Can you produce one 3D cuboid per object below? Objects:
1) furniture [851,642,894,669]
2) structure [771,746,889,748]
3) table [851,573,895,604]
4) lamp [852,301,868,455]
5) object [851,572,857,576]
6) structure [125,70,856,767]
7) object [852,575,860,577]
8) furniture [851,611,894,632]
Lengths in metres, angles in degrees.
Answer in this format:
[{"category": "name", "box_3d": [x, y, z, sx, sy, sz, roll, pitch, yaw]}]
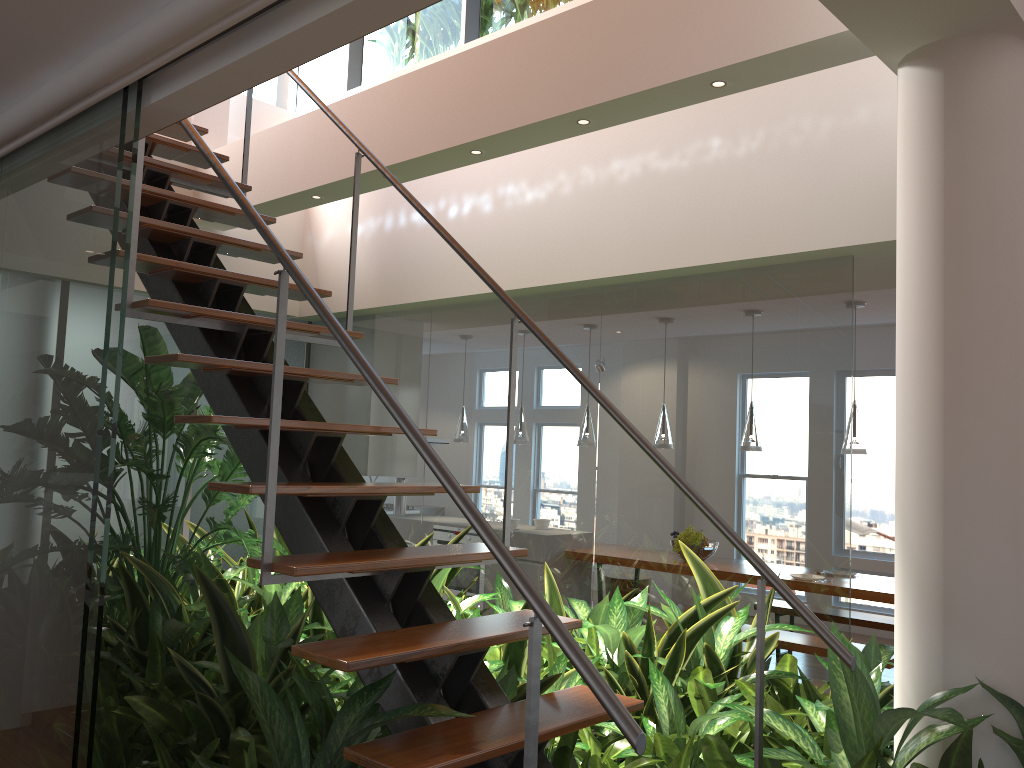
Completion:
[{"category": "furniture", "box_3d": [1.682, 1.767, 5.540, 1.433, 0.389, 0.316, -2, -6, 42]}, {"category": "structure", "box_3d": [0.082, 1.530, 3.166, 5.584, 0.386, 3.088, -2, -6, 42]}, {"category": "table", "box_3d": [0.626, 1.708, 7.360, 5.996, 0.704, 0.893, -2, -6, 42]}, {"category": "lamp", "box_3d": [2.232, -0.075, 5.770, 0.160, 1.060, 0.160, 4, -5, -20]}, {"category": "object", "box_3d": [2.278, 1.318, 6.159, 0.222, 0.020, 0.222, -1, -5, 34]}, {"category": "structure", "box_3d": [-0.467, -0.550, 3.622, 4.591, 4.265, 2.552, -2, -6, 42]}, {"category": "object", "box_3d": [2.366, 1.315, 6.098, 0.019, 0.017, 0.158, -1, -6, 37]}, {"category": "furniture", "box_3d": [2.485, 1.869, 6.417, 1.433, 0.389, 0.316, -2, -6, 42]}]
